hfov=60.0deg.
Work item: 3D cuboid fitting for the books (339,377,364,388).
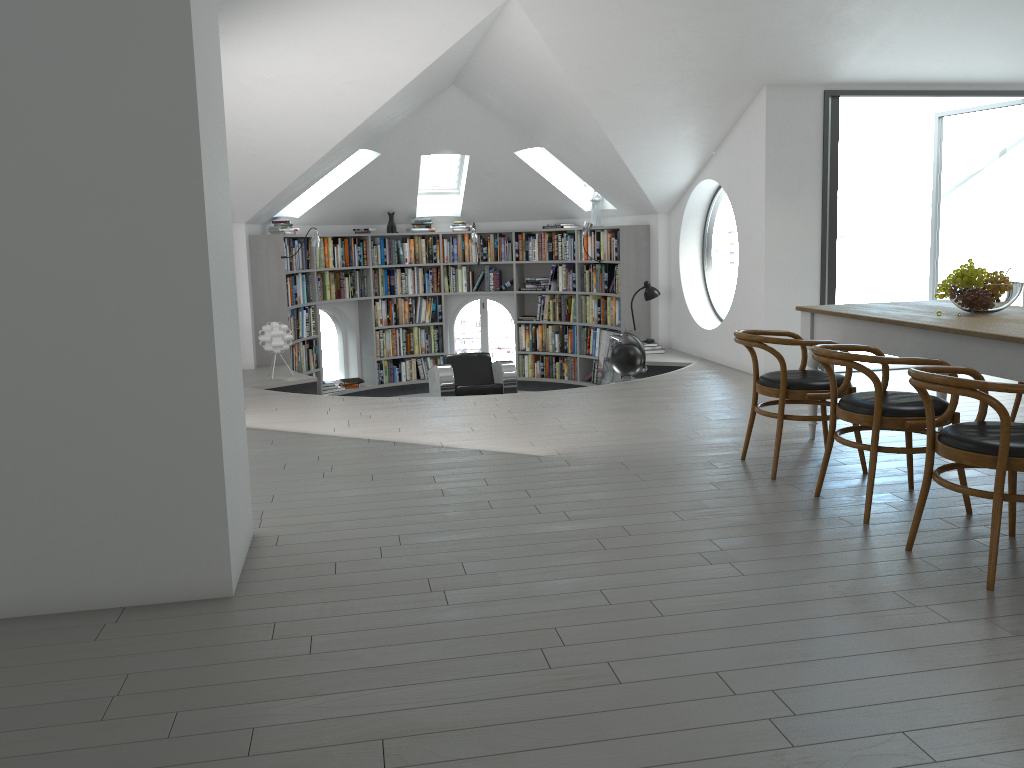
[{"bbox_3d":[-1.990,-0.008,10.999,0.318,0.099,0.293,-3,9,-9],"label":"books"}]

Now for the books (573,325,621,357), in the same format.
[{"bbox_3d":[1.139,-0.499,10.575,0.304,0.357,1.187,-6,10,-29],"label":"books"}]

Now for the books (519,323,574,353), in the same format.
[{"bbox_3d":[0.487,-0.595,11.266,0.872,0.349,0.273,4,10,31],"label":"books"}]

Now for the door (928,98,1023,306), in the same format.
[{"bbox_3d":[4.463,-1.448,8.442,0.080,2.337,1.054,-5,9,-25],"label":"door"}]

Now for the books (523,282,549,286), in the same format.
[{"bbox_3d":[0.340,-1.282,11.319,0.286,0.031,0.270,6,12,39],"label":"books"}]

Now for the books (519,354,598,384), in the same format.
[{"bbox_3d":[0.702,-0.208,11.116,1.499,0.310,0.360,7,12,41],"label":"books"}]

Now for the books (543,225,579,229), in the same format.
[{"bbox_3d":[0.610,-1.956,11.052,0.336,0.036,0.317,7,12,42],"label":"books"}]

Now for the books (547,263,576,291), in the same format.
[{"bbox_3d":[0.712,-1.334,11.029,0.554,0.349,0.256,5,10,36],"label":"books"}]

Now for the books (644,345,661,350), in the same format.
[{"bbox_3d":[1.406,-0.402,9.543,0.286,0.034,0.305,-5,10,-20],"label":"books"}]

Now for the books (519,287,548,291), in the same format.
[{"bbox_3d":[0.341,-1.219,11.327,0.388,0.042,0.367,4,11,29],"label":"books"}]

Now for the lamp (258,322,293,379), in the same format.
[{"bbox_3d":[-2.245,-0.327,8.447,0.306,0.523,0.306,-5,9,-21],"label":"lamp"}]

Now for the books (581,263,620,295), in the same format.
[{"bbox_3d":[1.154,-1.248,10.422,0.280,0.357,1.055,-5,10,-24],"label":"books"}]

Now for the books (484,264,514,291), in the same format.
[{"bbox_3d":[-0.137,-1.368,11.413,0.399,0.339,0.225,0,8,10],"label":"books"}]

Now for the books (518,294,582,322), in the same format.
[{"bbox_3d":[0.543,-0.966,11.161,0.974,0.351,0.252,4,10,32],"label":"books"}]

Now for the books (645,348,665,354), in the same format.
[{"bbox_3d":[1.407,-0.366,9.548,0.365,0.042,0.389,-3,9,-10],"label":"books"}]

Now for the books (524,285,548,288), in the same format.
[{"bbox_3d":[0.341,-1.251,11.323,0.286,0.031,0.270,3,10,24],"label":"books"}]

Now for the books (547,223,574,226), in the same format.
[{"bbox_3d":[0.610,-1.983,11.048,0.233,0.027,0.248,-9,12,-37],"label":"books"}]

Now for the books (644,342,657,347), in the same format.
[{"bbox_3d":[1.406,-0.434,9.538,0.269,0.031,0.287,-2,9,0],"label":"books"}]

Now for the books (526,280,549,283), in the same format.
[{"bbox_3d":[0.339,-1.313,11.315,0.227,0.036,0.214,6,12,39],"label":"books"}]

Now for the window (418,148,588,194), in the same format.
[{"bbox_3d":[-0.801,-2.640,10.434,4.056,0.710,1.940,-3,9,-10],"label":"window"}]

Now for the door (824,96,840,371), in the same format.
[{"bbox_3d":[2.666,-1.349,8.144,0.080,2.337,1.055,-3,8,-10],"label":"door"}]

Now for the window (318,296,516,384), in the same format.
[{"bbox_3d":[-1.401,-0.576,11.463,3.234,1.146,0.619,-6,9,-24],"label":"window"}]

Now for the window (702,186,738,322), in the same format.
[{"bbox_3d":[2.218,-1.294,8.775,0.104,1.464,1.476,-3,9,-10],"label":"window"}]

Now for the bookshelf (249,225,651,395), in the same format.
[{"bbox_3d":[-0.751,-0.891,10.666,4.334,1.873,2.117,-3,9,-10],"label":"bookshelf"}]

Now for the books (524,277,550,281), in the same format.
[{"bbox_3d":[0.338,-1.344,11.310,0.269,0.031,0.286,-7,11,-30],"label":"books"}]

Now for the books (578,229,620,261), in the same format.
[{"bbox_3d":[1.139,-1.629,10.382,0.293,0.361,1.017,-6,10,-27],"label":"books"}]

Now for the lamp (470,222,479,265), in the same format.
[{"bbox_3d":[-0.466,-1.745,11.140,0.113,0.564,0.359,-2,8,-3],"label":"lamp"}]

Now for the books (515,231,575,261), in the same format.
[{"bbox_3d":[0.472,-1.731,11.107,0.970,0.366,0.307,4,10,33],"label":"books"}]

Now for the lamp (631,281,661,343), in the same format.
[{"bbox_3d":[1.432,-0.774,9.493,0.322,0.657,0.234,-1,8,5],"label":"lamp"}]

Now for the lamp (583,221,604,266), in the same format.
[{"bbox_3d":[0.952,-1.622,10.265,0.275,0.523,0.113,-4,8,-19],"label":"lamp"}]

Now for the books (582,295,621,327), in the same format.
[{"bbox_3d":[1.173,-0.868,10.470,0.276,0.346,1.024,-5,10,-25],"label":"books"}]

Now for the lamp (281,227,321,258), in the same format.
[{"bbox_3d":[-2.218,-1.481,9.295,0.414,0.311,0.117,-4,8,-13],"label":"lamp"}]
